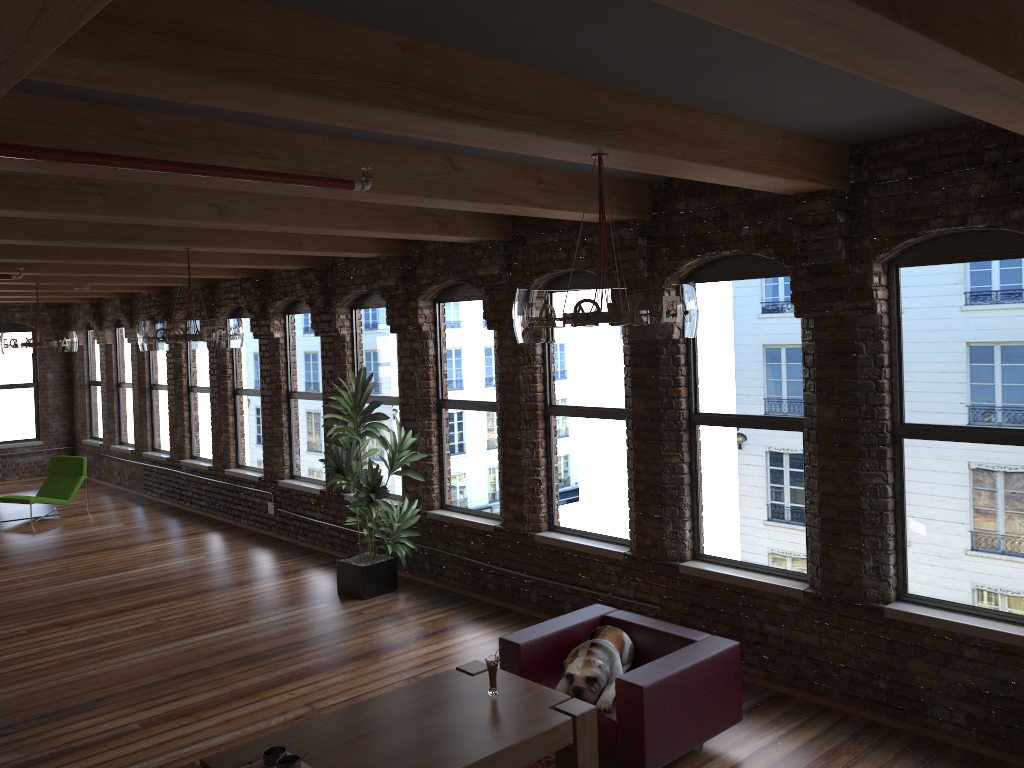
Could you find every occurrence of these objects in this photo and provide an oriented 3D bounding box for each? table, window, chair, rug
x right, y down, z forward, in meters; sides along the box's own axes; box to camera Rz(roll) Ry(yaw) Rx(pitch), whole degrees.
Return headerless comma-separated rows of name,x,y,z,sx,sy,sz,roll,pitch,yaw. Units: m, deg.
table,-0.529,1.871,4.004,1.753,0.549,0.900,-5,4,-42
window,-8.957,0.016,15.777,0.969,2.217,0.218,-3,1,-42
window,-6.383,-0.006,14.609,0.232,2.214,0.968,-3,1,-42
window,-3.408,0.080,11.368,0.236,2.214,0.968,-3,1,-42
window,-4.402,0.051,12.448,0.230,2.214,0.968,-3,1,-42
window,-2.417,0.109,10.286,0.232,2.214,0.968,-3,1,-42
window,-5.390,0.023,13.527,0.233,2.214,0.968,-3,1,-42
chair,0.607,1.747,5.042,0.867,0.592,1.071,-4,4,-42
window,2.541,0.254,4.883,0.235,2.214,0.968,-3,1,-42
window,0.558,0.196,7.044,0.235,2.214,0.968,-3,1,-42
window,1.550,0.225,5.963,0.235,2.214,0.968,-3,1,-42
window,-1.424,0.138,9.205,0.235,2.214,0.968,-3,1,-42
rug,-0.549,2.146,3.971,2.466,0.009,1.343,-5,4,-42
window,-0.432,0.167,8.124,0.235,2.214,0.968,-3,1,-42
window,-7.392,-0.036,15.709,0.232,2.214,0.968,-3,1,-42
chair,-6.577,1.467,12.404,0.680,0.796,0.957,-1,2,23

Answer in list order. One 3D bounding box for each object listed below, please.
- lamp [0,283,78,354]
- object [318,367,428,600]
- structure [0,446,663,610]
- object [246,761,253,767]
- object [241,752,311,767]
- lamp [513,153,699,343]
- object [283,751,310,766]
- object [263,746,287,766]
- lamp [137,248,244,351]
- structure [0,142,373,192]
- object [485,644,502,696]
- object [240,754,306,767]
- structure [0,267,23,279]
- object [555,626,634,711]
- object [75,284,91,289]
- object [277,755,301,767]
lamp,-5.532,-0.773,10.350,0.809,0.814,0.810,-2,2,-6
object,-1.351,0.877,8.270,0.967,2.102,1.080,-3,1,-29
structure,-3.602,1.385,11.431,13.703,0.313,1.636,1,4,41
object,-1.110,1.617,3.742,0.018,0.021,0.059,-2,3,-1
object,-0.969,1.632,3.613,0.353,0.001,0.469,-5,5,-42
lamp,0.399,-0.600,3.885,0.809,0.814,0.810,-2,2,-2
object,-0.908,1.574,3.714,0.137,0.080,0.045,-1,1,13
object,-1.018,1.599,3.806,0.099,0.043,0.099,-3,3,-16
lamp,-2.593,-0.687,7.146,0.809,0.814,0.810,-2,2,0
structure,-3.136,-0.699,1.691,6.818,0.112,0.051,-5,3,-42
object,-0.088,1.439,4.447,0.095,0.232,0.076,-2,1,-10
object,-0.970,1.632,3.612,0.332,0.003,0.471,-5,5,-42
structure,-7.071,-0.814,5.980,6.818,0.112,0.051,-5,3,-42
object,0.467,1.577,5.004,0.364,0.296,0.756,-1,3,19
object,-5.196,-1.185,10.717,0.146,0.072,0.147,-5,4,-42
object,-0.937,1.601,3.721,0.099,0.043,0.099,-2,3,-5
